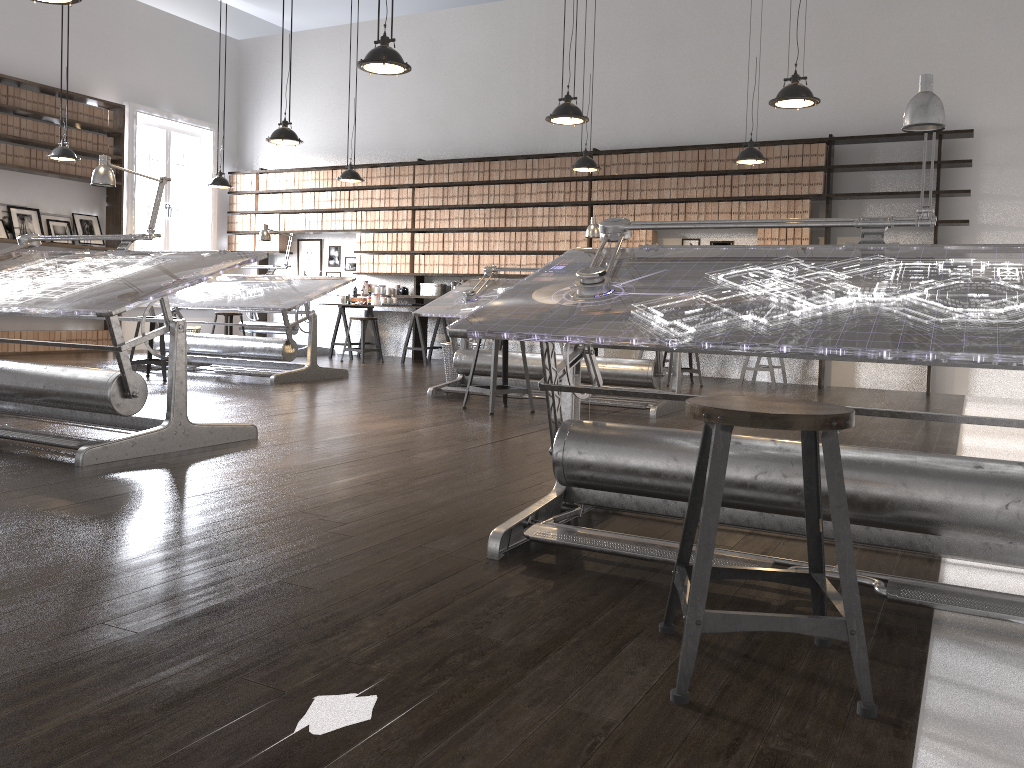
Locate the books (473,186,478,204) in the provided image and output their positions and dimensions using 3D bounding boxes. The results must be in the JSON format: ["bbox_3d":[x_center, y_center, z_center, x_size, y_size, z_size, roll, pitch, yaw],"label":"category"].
[{"bbox_3d":[-0.385,-2.236,10.543,0.067,0.225,0.175,3,3,27],"label":"books"}]

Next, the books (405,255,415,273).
[{"bbox_3d":[-1.245,-1.486,11.003,0.067,0.225,0.175,3,3,27],"label":"books"}]

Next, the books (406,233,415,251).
[{"bbox_3d":[-1.234,-1.756,10.991,0.067,0.225,0.175,3,3,27],"label":"books"}]

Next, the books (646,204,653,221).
[{"bbox_3d":[1.510,-1.821,9.553,0.067,0.225,0.175,3,3,27],"label":"books"}]

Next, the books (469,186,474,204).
[{"bbox_3d":[-0.442,-2.240,10.575,0.067,0.225,0.175,3,3,28],"label":"books"}]

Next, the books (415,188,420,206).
[{"bbox_3d":[-1.125,-2.293,10.933,0.067,0.225,0.174,3,3,27],"label":"books"}]

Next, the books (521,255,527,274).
[{"bbox_3d":[0.175,-1.377,10.264,0.067,0.225,0.175,3,3,28],"label":"books"}]

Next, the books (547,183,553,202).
[{"bbox_3d":[0.469,-2.170,10.099,0.067,0.225,0.175,3,3,28],"label":"books"}]

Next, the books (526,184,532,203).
[{"bbox_3d":[0.228,-2.188,10.219,0.067,0.225,0.175,3,3,27],"label":"books"}]

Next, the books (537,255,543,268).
[{"bbox_3d":[0.350,-1.364,10.175,0.067,0.225,0.175,3,3,28],"label":"books"}]

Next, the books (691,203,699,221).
[{"bbox_3d":[1.948,-1.787,9.324,0.067,0.225,0.175,3,3,27],"label":"books"}]

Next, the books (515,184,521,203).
[{"bbox_3d":[0.107,-2.198,10.289,0.067,0.225,0.174,3,3,28],"label":"books"}]

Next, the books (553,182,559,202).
[{"bbox_3d":[0.532,-2.165,10.066,0.067,0.225,0.174,3,3,28],"label":"books"}]

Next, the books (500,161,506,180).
[{"bbox_3d":[-0.069,-2.488,10.372,0.067,0.225,0.174,3,3,27],"label":"books"}]

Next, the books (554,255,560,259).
[{"bbox_3d":[0.539,-1.349,10.077,0.067,0.225,0.175,3,3,27],"label":"books"}]

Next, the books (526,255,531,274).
[{"bbox_3d":[0.231,-1.373,10.236,0.067,0.225,0.175,3,3,28],"label":"books"}]

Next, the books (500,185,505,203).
[{"bbox_3d":[-0.071,-2.212,10.378,0.067,0.225,0.175,3,3,27],"label":"books"}]

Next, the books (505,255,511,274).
[{"bbox_3d":[-0.012,-1.392,10.365,0.067,0.225,0.174,3,3,28],"label":"books"}]

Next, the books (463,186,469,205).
[{"bbox_3d":[-0.510,-2.245,10.605,0.067,0.225,0.175,3,3,27],"label":"books"}]

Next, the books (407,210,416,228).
[{"bbox_3d":[-1.224,-2.033,10.989,0.067,0.225,0.175,3,3,28],"label":"books"}]

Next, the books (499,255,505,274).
[{"bbox_3d":[-0.075,-1.396,10.394,0.067,0.225,0.174,3,3,27],"label":"books"}]

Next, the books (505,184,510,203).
[{"bbox_3d":[-0.015,-2.207,10.350,0.067,0.225,0.175,3,3,27],"label":"books"}]

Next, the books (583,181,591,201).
[{"bbox_3d":[0.856,-2.140,9.894,0.067,0.225,0.175,3,3,28],"label":"books"}]

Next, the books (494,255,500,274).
[{"bbox_3d":[-0.141,-1.401,10.425,0.067,0.225,0.175,3,3,27],"label":"books"}]

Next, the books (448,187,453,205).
[{"bbox_3d":[-0.700,-2.260,10.709,0.067,0.225,0.174,3,3,27],"label":"books"}]

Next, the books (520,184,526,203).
[{"bbox_3d":[0.168,-2.193,10.255,0.067,0.225,0.175,3,3,28],"label":"books"}]

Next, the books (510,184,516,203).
[{"bbox_3d":[0.042,-2.203,10.315,0.067,0.225,0.175,3,3,28],"label":"books"}]

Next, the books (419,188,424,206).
[{"bbox_3d":[-1.064,-2.288,10.899,0.067,0.225,0.175,3,3,27],"label":"books"}]

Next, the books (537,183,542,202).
[{"bbox_3d":[0.350,-2.179,10.160,0.067,0.225,0.175,3,3,28],"label":"books"}]

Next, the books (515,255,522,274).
[{"bbox_3d":[0.110,-1.382,10.295,0.067,0.225,0.175,3,3,27],"label":"books"}]

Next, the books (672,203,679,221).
[{"bbox_3d":[1.761,-1.802,9.429,0.067,0.225,0.175,3,3,27],"label":"books"}]

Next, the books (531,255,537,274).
[{"bbox_3d":[0.288,-1.368,10.201,0.067,0.225,0.175,3,3,27],"label":"books"}]

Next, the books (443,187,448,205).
[{"bbox_3d":[-0.763,-2.265,10.742,0.067,0.225,0.175,3,3,27],"label":"books"}]

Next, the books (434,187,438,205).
[{"bbox_3d":[-0.882,-2.274,10.803,0.067,0.225,0.175,3,3,27],"label":"books"}]

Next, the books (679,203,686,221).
[{"bbox_3d":[1.825,-1.797,9.390,0.067,0.225,0.175,3,3,28],"label":"books"}]

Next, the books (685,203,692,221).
[{"bbox_3d":[1.893,-1.792,9.360,0.067,0.225,0.175,3,3,27],"label":"books"}]

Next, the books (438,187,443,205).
[{"bbox_3d":[-0.825,-2.269,10.768,0.067,0.225,0.175,3,3,28],"label":"books"}]

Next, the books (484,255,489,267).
[{"bbox_3d":[-0.259,-1.411,10.491,0.067,0.225,0.175,3,3,27],"label":"books"}]

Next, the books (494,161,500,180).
[{"bbox_3d":[-0.135,-2.493,10.402,0.067,0.225,0.175,3,3,27],"label":"books"}]

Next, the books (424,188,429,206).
[{"bbox_3d":[-1.004,-2.283,10.863,0.067,0.225,0.175,3,3,28],"label":"books"}]

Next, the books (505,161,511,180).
[{"bbox_3d":[-0.006,-2.484,10.343,0.067,0.225,0.174,3,3,28],"label":"books"}]

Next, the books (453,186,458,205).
[{"bbox_3d":[-0.639,-2.255,10.673,0.067,0.225,0.174,3,3,28],"label":"books"}]

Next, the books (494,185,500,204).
[{"bbox_3d":[-0.137,-2.216,10.410,0.067,0.225,0.175,3,3,28],"label":"books"}]

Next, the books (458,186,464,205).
[{"bbox_3d":[-0.574,-2.251,10.644,0.067,0.225,0.175,3,3,28],"label":"books"}]

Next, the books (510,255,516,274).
[{"bbox_3d":[0.049,-1.387,10.331,0.067,0.225,0.175,3,3,28],"label":"books"}]

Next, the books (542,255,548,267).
[{"bbox_3d":[0.413,-1.359,10.142,0.067,0.225,0.174,3,3,28],"label":"books"}]

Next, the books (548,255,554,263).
[{"bbox_3d":[0.474,-1.354,10.106,0.067,0.225,0.174,3,3,27],"label":"books"}]

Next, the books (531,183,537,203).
[{"bbox_3d":[0.293,-2.183,10.187,0.067,0.225,0.175,3,3,28],"label":"books"}]

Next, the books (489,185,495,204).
[{"bbox_3d":[-0.202,-2.222,10.446,0.067,0.225,0.174,3,3,27],"label":"books"}]

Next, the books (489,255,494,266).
[{"bbox_3d":[-0.205,-1.406,10.458,0.067,0.225,0.175,3,3,28],"label":"books"}]

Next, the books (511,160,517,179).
[{"bbox_3d":[0.055,-2.479,10.309,0.067,0.225,0.175,3,3,28],"label":"books"}]

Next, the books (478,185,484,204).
[{"bbox_3d":[-0.331,-2.231,10.510,0.067,0.225,0.175,3,3,28],"label":"books"}]

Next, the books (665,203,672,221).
[{"bbox_3d":[1.696,-1.807,9.458,0.067,0.225,0.174,3,3,27],"label":"books"}]

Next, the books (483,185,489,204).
[{"bbox_3d":[-0.267,-2.226,10.476,0.067,0.225,0.175,3,3,27],"label":"books"}]

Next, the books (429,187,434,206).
[{"bbox_3d":[-0.939,-2.278,10.831,0.067,0.225,0.175,3,3,27],"label":"books"}]
